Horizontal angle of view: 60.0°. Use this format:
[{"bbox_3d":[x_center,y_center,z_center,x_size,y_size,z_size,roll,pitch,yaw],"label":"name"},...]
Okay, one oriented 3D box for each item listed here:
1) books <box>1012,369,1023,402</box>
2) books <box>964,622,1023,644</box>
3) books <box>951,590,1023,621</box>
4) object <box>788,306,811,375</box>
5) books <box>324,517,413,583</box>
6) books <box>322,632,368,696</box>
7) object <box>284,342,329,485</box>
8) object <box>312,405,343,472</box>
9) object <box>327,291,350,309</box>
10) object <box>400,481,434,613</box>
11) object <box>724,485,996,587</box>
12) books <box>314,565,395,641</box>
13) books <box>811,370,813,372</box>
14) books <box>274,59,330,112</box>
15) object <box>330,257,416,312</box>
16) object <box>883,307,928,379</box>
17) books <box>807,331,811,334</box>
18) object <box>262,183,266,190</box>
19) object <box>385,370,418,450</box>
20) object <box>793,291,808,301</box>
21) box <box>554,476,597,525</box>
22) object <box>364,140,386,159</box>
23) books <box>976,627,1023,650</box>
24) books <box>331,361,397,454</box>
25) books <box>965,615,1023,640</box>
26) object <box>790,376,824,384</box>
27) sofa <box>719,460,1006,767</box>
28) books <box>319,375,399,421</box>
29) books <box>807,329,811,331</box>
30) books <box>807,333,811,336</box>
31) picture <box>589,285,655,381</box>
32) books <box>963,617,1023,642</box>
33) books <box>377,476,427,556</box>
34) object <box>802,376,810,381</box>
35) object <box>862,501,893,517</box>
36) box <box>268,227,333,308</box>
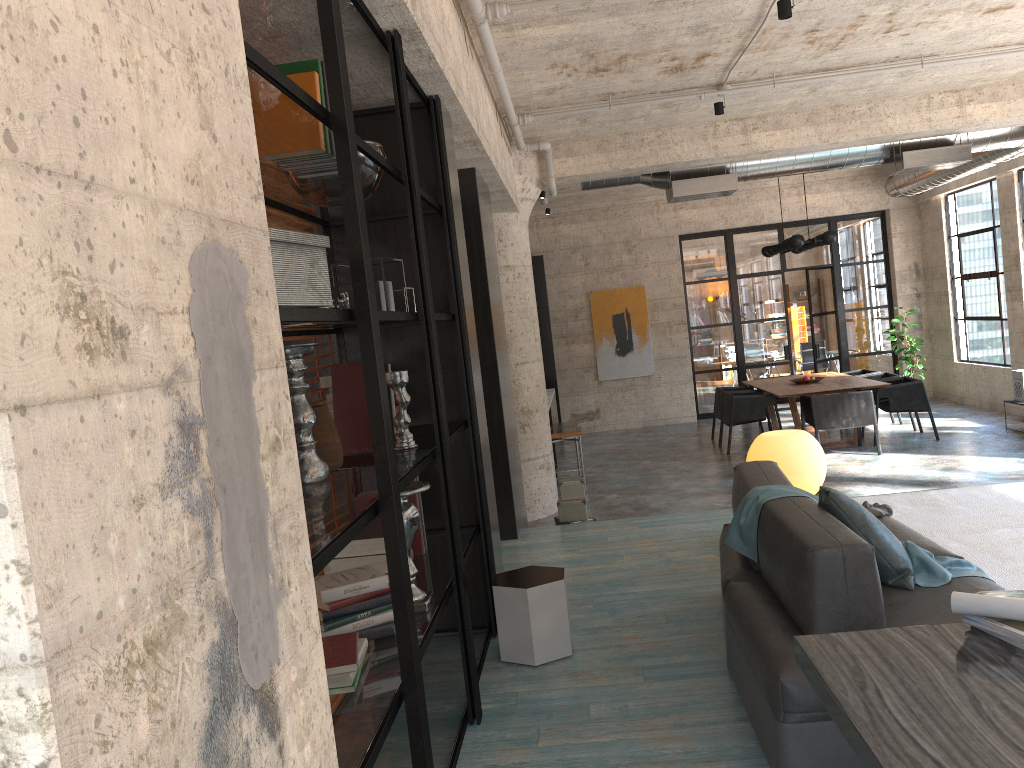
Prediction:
[{"bbox_3d":[6.132,0.016,10.576,0.191,0.362,0.277,-6,4,5],"label":"books"},{"bbox_3d":[1.327,0.595,2.161,0.252,0.011,0.318,-8,4,-19],"label":"books"},{"bbox_3d":[1.315,0.558,2.214,0.322,0.109,0.273,-3,5,44],"label":"books"},{"bbox_3d":[6.321,-0.873,19.494,0.304,1.640,0.342,-6,4,5],"label":"object"},{"bbox_3d":[-0.575,0.679,3.585,0.274,0.197,0.393,-6,4,5],"label":"books"},{"bbox_3d":[-0.543,0.806,2.560,0.231,0.068,0.319,-7,4,-4],"label":"books"},{"bbox_3d":[-0.692,0.097,2.861,0.192,0.447,0.191,-9,5,-38],"label":"object"},{"bbox_3d":[-0.688,0.194,3.064,0.190,0.230,0.189,-10,5,-40],"label":"object"},{"bbox_3d":[-0.676,-0.352,3.833,0.323,0.177,0.322,-6,4,5],"label":"object"},{"bbox_3d":[-0.369,0.570,3.096,0.218,0.433,0.218,-7,4,-3],"label":"object"},{"bbox_3d":[1.319,0.615,3.463,0.985,0.438,0.444,-4,4,31],"label":"object"},{"bbox_3d":[-0.540,0.724,2.888,0.306,0.188,0.257,-9,4,-30],"label":"books"},{"bbox_3d":[6.968,-0.478,20.751,0.069,0.381,0.244,-6,4,5],"label":"books"},{"bbox_3d":[-0.678,-0.859,2.814,0.216,0.290,0.231,-6,4,5],"label":"books"},{"bbox_3d":[-0.489,-0.352,3.318,0.200,0.200,0.409,-6,4,15],"label":"object"},{"bbox_3d":[6.217,-0.450,13.945,0.514,1.552,0.886,-6,4,2],"label":"object"},{"bbox_3d":[6.893,-1.206,20.713,0.326,0.056,0.255,-7,4,0],"label":"books"},{"bbox_3d":[-0.767,-0.364,2.524,0.180,0.394,0.178,-7,4,-1],"label":"object"},{"bbox_3d":[-0.434,0.101,3.452,0.099,0.301,0.099,-7,4,-1],"label":"object"},{"bbox_3d":[6.769,-2.055,20.641,0.434,0.217,0.430,-6,4,2],"label":"object"},{"bbox_3d":[0.462,0.928,6.626,0.280,0.441,0.331,-7,4,-6],"label":"box"},{"bbox_3d":[-0.735,-0.869,3.716,0.430,0.217,0.434,-6,4,8],"label":"object"},{"bbox_3d":[1.328,0.607,2.145,0.252,0.011,0.318,-7,4,-9],"label":"books"},{"bbox_3d":[-0.592,0.084,3.575,0.216,0.354,0.256,-6,4,5],"label":"books"},{"bbox_3d":[1.312,0.577,2.135,0.252,0.011,0.318,-7,4,-14],"label":"books"},{"bbox_3d":[3.859,-0.057,11.597,0.435,0.079,0.435,-3,5,41],"label":"object"},{"bbox_3d":[1.331,0.745,3.552,1.019,0.680,2.063,-6,4,5],"label":"sofa"},{"bbox_3d":[-0.671,0.099,3.870,0.303,0.303,0.378,-6,4,6],"label":"books"},{"bbox_3d":[6.843,-1.257,20.724,0.326,0.055,0.255,-6,4,5],"label":"books"},{"bbox_3d":[6.874,-1.148,20.718,0.326,0.055,0.255,-6,4,7],"label":"books"},{"bbox_3d":[1.834,-0.844,14.778,0.928,1.494,0.029,-6,4,5],"label":"picture"},{"bbox_3d":[1.316,0.587,2.144,0.252,0.011,0.318,-8,4,-19],"label":"books"},{"bbox_3d":[-0.534,0.569,3.925,0.277,0.362,0.191,-7,4,0],"label":"books"},{"bbox_3d":[3.865,-0.070,11.573,0.219,0.097,0.100,-10,5,-42],"label":"object"},{"bbox_3d":[1.638,0.658,4.344,0.433,0.185,0.429,-6,4,1],"label":"object"},{"bbox_3d":[-0.590,-0.228,1.898,0.306,0.157,0.312,-6,4,15],"label":"box"}]
